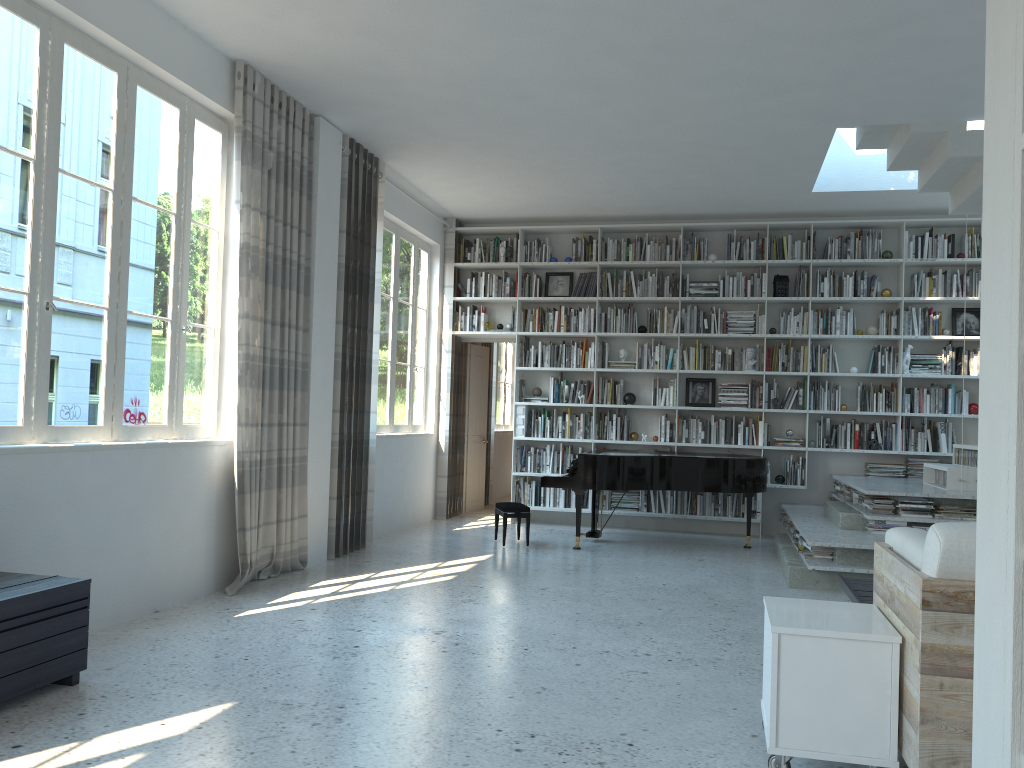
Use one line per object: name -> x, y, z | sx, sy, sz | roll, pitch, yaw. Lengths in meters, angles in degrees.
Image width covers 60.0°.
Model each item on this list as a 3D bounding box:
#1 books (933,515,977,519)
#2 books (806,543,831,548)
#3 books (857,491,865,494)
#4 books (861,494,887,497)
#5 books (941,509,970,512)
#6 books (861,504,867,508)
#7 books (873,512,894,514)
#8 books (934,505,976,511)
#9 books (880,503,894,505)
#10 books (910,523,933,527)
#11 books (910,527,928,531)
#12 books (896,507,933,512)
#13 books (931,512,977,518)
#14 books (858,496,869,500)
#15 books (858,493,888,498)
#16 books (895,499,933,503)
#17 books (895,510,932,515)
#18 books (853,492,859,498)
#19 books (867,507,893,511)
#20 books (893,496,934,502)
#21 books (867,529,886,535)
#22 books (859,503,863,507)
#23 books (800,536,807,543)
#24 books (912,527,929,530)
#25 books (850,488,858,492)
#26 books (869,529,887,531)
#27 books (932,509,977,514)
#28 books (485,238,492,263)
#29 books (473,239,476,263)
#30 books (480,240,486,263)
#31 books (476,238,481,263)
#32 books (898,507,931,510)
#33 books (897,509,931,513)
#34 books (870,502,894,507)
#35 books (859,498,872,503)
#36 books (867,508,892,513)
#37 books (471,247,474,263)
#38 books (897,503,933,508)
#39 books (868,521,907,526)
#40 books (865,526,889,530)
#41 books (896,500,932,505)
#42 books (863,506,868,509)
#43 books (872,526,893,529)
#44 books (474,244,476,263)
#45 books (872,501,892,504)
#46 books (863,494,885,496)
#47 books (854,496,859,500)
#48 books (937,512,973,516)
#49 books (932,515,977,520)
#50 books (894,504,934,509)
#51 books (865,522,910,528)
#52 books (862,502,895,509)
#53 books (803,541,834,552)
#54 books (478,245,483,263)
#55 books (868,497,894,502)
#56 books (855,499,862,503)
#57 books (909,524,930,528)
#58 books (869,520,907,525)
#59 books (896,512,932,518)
books -> 3.287, 0.985, 6.587 | 0.287, 0.005, 0.165 | 1, -2, 18
books -> 2.187, 1.139, 6.334 | 0.165, 0.015, 0.243 | 1, -2, 17
books -> 2.869, 0.863, 7.087 | 0.189, 0.022, 0.238 | 1, -2, 18
books -> 2.882, 0.886, 7.083 | 0.171, 0.007, 0.260 | 1, -2, 11
books -> 3.291, 0.934, 6.600 | 0.179, 0.010, 0.160 | 1, -2, 15
books -> 2.884, 0.975, 7.080 | 0.154, 0.007, 0.292 | 1, -2, 16
books -> 2.836, 0.980, 6.806 | 0.144, 0.009, 0.250 | 1, -2, 13
books -> 3.290, 0.922, 6.595 | 0.245, 0.013, 0.172 | 1, -2, 12
books -> 2.861, 0.911, 6.803 | 0.091, 0.011, 0.190 | 1, -2, 11
books -> 3.067, 1.041, 6.534 | 0.220, 0.013, 0.149 | 1, -2, 12
books -> 3.064, 1.076, 6.526 | 0.272, 0.012, 0.158 | 1, -2, 11
books -> 3.015, 0.942, 6.651 | 0.215, 0.013, 0.189 | 1, -2, 12
books -> 3.292, 0.976, 6.607 | 0.293, 0.014, 0.134 | 1, -2, 10
books -> 2.878, 0.912, 7.084 | 0.187, 0.009, 0.250 | 1, -2, 13
books -> 2.881, 0.895, 7.083 | 0.168, 0.013, 0.281 | 1, -2, 10
books -> 3.020, 0.878, 6.662 | 0.228, 0.009, 0.159 | 1, -2, 9
books -> 3.019, 0.968, 6.668 | 0.227, 0.013, 0.148 | 1, -2, 11
books -> 2.950, 0.929, 7.380 | 0.174, 0.029, 0.250 | 1, -2, 11
books -> 2.827, 0.954, 6.809 | 0.152, 0.015, 0.208 | 1, -2, 10
books -> 3.025, 0.867, 6.682 | 0.261, 0.016, 0.129 | 1, -2, 12
books -> 2.782, 1.097, 6.570 | 0.262, 0.023, 0.200 | 1, -2, 11
books -> 2.962, 1.003, 7.375 | 0.132, 0.016, 0.262 | 1, -2, 18
books -> 2.175, 1.115, 6.338 | 0.192, 0.014, 0.256 | 1, -2, 9
books -> 3.067, 1.061, 6.537 | 0.211, 0.018, 0.134 | 1, -2, 16
books -> 2.938, 0.890, 7.384 | 0.192, 0.014, 0.256 | 1, -2, 9
books -> 2.787, 1.083, 6.590 | 0.264, 0.006, 0.164 | 1, -2, 14
books -> 3.286, 0.945, 6.578 | 0.273, 0.014, 0.188 | 2, -2, 8
books -> -0.244, -1.421, 9.619 | 0.039, 0.282, 0.181 | 2, -2, 13
books -> -0.393, -1.424, 9.656 | 0.010, 0.281, 0.160 | 2, -2, 13
books -> -0.295, -1.413, 9.615 | 0.057, 0.262, 0.190 | 1, -2, 13
books -> -0.352, -1.424, 9.644 | 0.028, 0.283, 0.189 | 2, -2, 13
books -> 3.018, 0.930, 6.662 | 0.210, 0.012, 0.168 | 1, -2, 14
books -> 3.021, 0.956, 6.674 | 0.207, 0.012, 0.131 | 1, -2, 9
books -> 2.839, 0.922, 6.808 | 0.137, 0.012, 0.242 | 1, -2, 14
books -> 2.882, 0.929, 7.082 | 0.177, 0.026, 0.230 | 1, -2, 13
books -> 2.821, 0.968, 6.810 | 0.161, 0.014, 0.212 | 1, -2, 17
books -> -0.411, -1.381, 9.675 | 0.031, 0.195, 0.145 | 2, -2, 13
books -> 3.015, 0.907, 6.644 | 0.230, 0.015, 0.190 | 1, -2, 18
books -> 2.791, 1.038, 6.601 | 0.257, 0.010, 0.132 | 1, -2, 17
books -> 2.787, 1.076, 6.590 | 0.285, 0.008, 0.159 | 1, -2, 11
books -> 3.021, 0.892, 6.669 | 0.221, 0.018, 0.154 | 1, -2, 14
books -> 2.888, 0.988, 7.079 | 0.142, 0.020, 0.231 | 1, -2, 18
books -> 2.786, 1.061, 6.584 | 0.210, 0.012, 0.168 | 1, -2, 17
books -> -0.375, -1.396, 9.659 | 0.024, 0.227, 0.157 | 2, -2, 13
books -> 2.835, 0.901, 6.809 | 0.132, 0.009, 0.269 | 1, -2, 17
books -> 2.882, 0.878, 7.084 | 0.170, 0.008, 0.208 | 1, -2, 16
books -> 2.944, 0.951, 7.381 | 0.178, 0.015, 0.187 | 1, -2, 18
books -> 3.289, 0.961, 6.592 | 0.214, 0.015, 0.177 | 1, -2, 14
books -> 3.287, 0.991, 6.587 | 0.291, 0.007, 0.174 | 1, -2, 16
books -> 3.019, 0.920, 6.665 | 0.260, 0.009, 0.153 | 1, -2, 16
books -> 2.788, 1.049, 6.588 | 0.292, 0.012, 0.159 | 1, -2, 16
books -> 2.815, 0.934, 6.813 | 0.184, 0.014, 0.297 | 1, -2, 12
books -> 2.187, 1.160, 6.334 | 0.156, 0.027, 0.287 | 2, -2, 8
books -> -0.327, -1.385, 9.628 | 0.030, 0.206, 0.175 | 2, -2, 13
books -> 2.832, 0.889, 6.810 | 0.149, 0.014, 0.228 | 1, -2, 11
books -> 2.955, 0.970, 7.378 | 0.167, 0.024, 0.192 | 1, -2, 14
books -> 3.066, 1.050, 6.532 | 0.242, 0.005, 0.152 | 1, -2, 14
books -> 2.788, 1.020, 6.588 | 0.234, 0.025, 0.157 | 2, -2, 8
books -> 3.015, 0.981, 6.654 | 0.216, 0.015, 0.177 | 1, -2, 11
